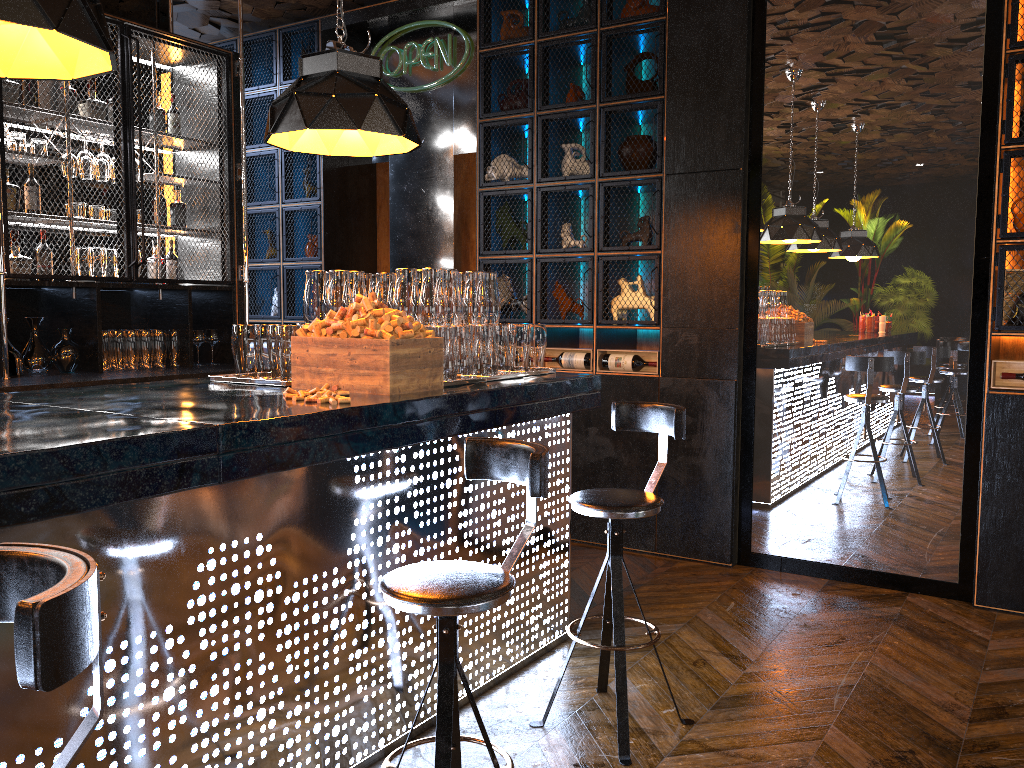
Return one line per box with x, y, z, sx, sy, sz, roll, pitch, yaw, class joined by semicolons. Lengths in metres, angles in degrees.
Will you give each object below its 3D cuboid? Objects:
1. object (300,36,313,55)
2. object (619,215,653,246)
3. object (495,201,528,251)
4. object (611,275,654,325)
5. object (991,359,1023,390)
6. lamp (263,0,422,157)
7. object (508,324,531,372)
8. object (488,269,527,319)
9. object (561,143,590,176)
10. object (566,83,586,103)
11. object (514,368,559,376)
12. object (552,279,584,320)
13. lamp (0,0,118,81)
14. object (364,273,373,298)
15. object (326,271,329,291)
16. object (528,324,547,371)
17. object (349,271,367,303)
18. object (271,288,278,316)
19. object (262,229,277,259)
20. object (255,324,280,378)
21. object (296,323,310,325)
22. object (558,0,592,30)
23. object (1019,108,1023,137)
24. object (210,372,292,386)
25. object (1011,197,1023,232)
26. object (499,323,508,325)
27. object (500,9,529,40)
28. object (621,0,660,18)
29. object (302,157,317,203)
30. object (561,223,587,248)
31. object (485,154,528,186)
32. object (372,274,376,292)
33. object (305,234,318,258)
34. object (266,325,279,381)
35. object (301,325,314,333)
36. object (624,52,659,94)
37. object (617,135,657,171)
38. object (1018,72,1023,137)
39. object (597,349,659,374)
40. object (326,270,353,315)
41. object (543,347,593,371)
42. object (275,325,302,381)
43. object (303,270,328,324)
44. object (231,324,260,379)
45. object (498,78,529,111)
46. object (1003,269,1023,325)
-1.500;-2.395;6.596;0.198;0.358;0.116;3;6;32;object
0.743;-0.899;5.325;0.212;0.220;0.119;2;5;16;object
0.018;-1.015;5.767;0.255;0.356;0.167;4;6;37;object
0.767;-0.506;5.341;0.341;0.303;0.164;4;6;37;object
2.485;-0.040;4.169;0.396;0.132;0.122;4;6;35;object
-0.649;-1.708;3.370;0.607;1.564;0.582;3;6;32;lamp
0.029;-0.147;3.723;0.105;0.209;0.105;1;5;7;object
0.009;-0.574;5.803;0.369;0.351;0.175;4;6;37;object
0.434;-1.366;5.511;0.253;0.249;0.126;0;5;2;object
0.405;-1.763;5.496;0.105;0.168;0.210;3;6;32;object
-0.050;-0.060;3.819;0.437;0.019;0.273;3;6;32;object
0.353;-0.514;5.552;0.208;0.280;0.131;2;5;14;object
-1.295;-1.605;2.131;0.607;1.564;0.582;3;6;32;lamp
-0.631;-0.364;3.756;0.105;0.209;0.105;-3;6;-33;object
-0.720;-0.352;3.610;0.105;0.209;0.105;-3;6;-33;object
0.097;-0.153;3.808;0.105;0.209;0.105;1;5;7;object
-0.627;-0.345;3.538;0.105;0.209;0.105;-3;6;-33;object
-1.824;-0.639;7.047;0.126;0.249;0.253;1;5;7;object
-1.812;-1.085;6.972;0.290;0.290;0.097;-1;5;-19;object
-0.943;-0.127;3.432;0.105;0.209;0.105;-3;6;-33;object
-0.824;-0.139;3.562;0.105;0.209;0.105;-3;6;-33;object
0.413;-2.271;5.435;0.289;0.332;0.152;3;5;25;object
2.487;-1.282;4.257;0.086;0.313;0.086;-1;5;-19;object
-0.882;-0.020;3.307;0.437;0.019;0.273;3;6;32;object
2.480;-0.790;4.129;0.278;0.222;0.138;3;6;32;object
-0.031;-0.156;3.831;0.105;0.209;0.105;-3;6;-33;object
0.052;-2.252;5.652;0.253;0.249;0.126;0;5;2;object
0.769;-2.193;5.202;0.278;0.222;0.138;3;6;33;object
-1.485;-1.531;6.695;0.198;0.358;0.116;0;5;2;object
0.389;-0.913;5.567;0.183;0.210;0.096;4;6;35;object
0.027;-1.373;5.727;0.403;0.221;0.192;0;5;2;object
-0.576;-0.372;3.853;0.105;0.209;0.105;-3;6;-33;object
-1.444;-1.031;6.777;0.278;0.222;0.138;-2;6;-28;object
-0.863;-0.116;3.319;0.105;0.209;0.105;-3;6;-33;object
-0.736;-0.114;3.296;0.105;0.209;0.105;1;5;7;object
0.772;-1.801;5.233;0.249;0.290;0.114;3;6;32;object
0.759;-1.345;5.276;0.265;0.239;0.266;1;5;11;object
2.578;-1.328;4.346;0.144;0.392;0.116;4;6;37;object
0.711;-0.136;5.287;0.396;0.132;0.123;4;6;33;object
-0.672;-0.339;3.459;0.105;0.209;0.105;-3;6;-33;object
0.347;-0.157;5.518;0.396;0.132;0.122;3;6;32;object
-0.804;-0.107;3.212;0.105;0.209;0.105;1;5;7;object
-0.775;-0.344;3.513;0.105;0.209;0.105;-3;6;-33;object
-0.999;-0.118;3.331;0.105;0.209;0.105;-3;6;-33;object
0.019;-1.822;5.692;0.253;0.249;0.126;3;6;32;object
2.565;-0.405;4.282;0.361;0.297;0.152;2;5;24;object
